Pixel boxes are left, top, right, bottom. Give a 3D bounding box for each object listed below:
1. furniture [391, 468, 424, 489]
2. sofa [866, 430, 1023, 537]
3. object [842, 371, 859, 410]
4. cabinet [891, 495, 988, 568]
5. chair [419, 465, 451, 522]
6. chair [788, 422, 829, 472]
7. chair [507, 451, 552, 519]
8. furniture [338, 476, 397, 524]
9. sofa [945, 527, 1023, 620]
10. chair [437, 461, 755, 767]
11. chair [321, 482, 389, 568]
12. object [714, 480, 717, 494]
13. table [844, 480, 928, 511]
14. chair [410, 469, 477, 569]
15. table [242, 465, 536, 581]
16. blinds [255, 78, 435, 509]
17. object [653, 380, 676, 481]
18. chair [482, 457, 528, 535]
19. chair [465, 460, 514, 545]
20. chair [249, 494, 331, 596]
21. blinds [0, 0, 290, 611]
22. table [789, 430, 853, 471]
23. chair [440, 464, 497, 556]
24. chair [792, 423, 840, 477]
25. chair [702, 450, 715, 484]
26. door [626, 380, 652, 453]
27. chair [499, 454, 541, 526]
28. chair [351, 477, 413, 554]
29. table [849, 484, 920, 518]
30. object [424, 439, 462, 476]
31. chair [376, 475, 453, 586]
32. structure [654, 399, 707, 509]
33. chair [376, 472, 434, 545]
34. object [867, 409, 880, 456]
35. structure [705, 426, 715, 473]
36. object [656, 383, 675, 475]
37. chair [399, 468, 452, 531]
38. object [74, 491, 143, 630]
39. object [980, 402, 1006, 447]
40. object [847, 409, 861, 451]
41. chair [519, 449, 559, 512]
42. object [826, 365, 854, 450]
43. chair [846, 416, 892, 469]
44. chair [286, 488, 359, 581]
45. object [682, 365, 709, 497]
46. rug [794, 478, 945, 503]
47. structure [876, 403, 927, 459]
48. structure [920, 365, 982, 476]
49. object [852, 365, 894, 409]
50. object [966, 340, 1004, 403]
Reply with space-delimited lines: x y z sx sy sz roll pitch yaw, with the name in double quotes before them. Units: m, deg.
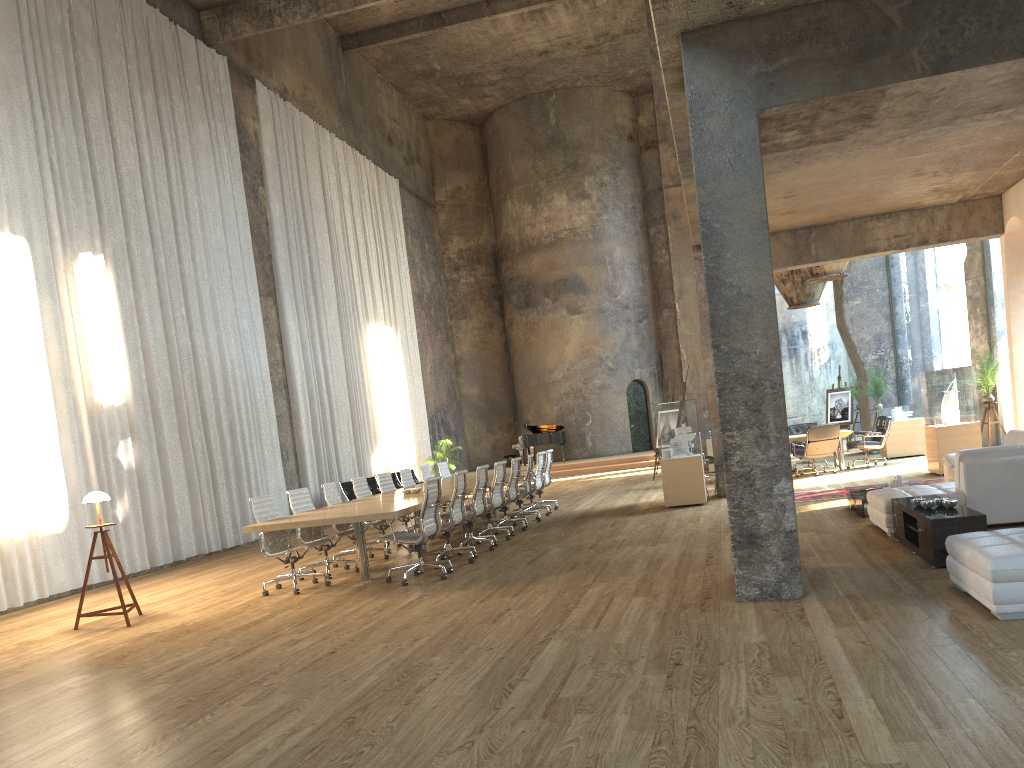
"furniture" -2.206 2.370 20.113 0.711 0.846 1.858 -7 -2 13
"sofa" 4.700 0.957 9.158 2.071 0.726 2.908 -7 -3 13
"object" 8.142 0.143 20.790 0.692 0.946 0.850 -6 1 34
"cabinet" 3.418 1.172 7.128 0.397 0.371 1.551 -7 -3 13
"chair" -1.111 1.814 14.427 0.702 1.032 0.659 -6 2 17
"chair" 5.694 1.212 16.973 0.732 0.898 0.814 -7 1 14
"chair" 0.257 1.634 14.158 0.702 1.032 0.658 -6 2 22
"furniture" -2.759 2.301 17.802 0.711 0.846 1.858 -7 -2 13
"sofa" 3.728 0.837 5.089 2.074 0.726 1.063 -7 -1 13
"chair" 1.838 1.476 14.601 12.996 1.037 31.286 -8 -3 13
"chair" -1.939 1.708 10.910 0.701 1.032 0.659 -6 2 13
"object" 3.595 1.131 14.610 0.573 1.306 0.651 -6 3 14
"table" 4.380 1.306 10.293 0.863 0.248 0.367 -8 -1 14
"chair" -0.777 1.504 9.814 0.702 1.032 0.659 -6 2 17
"table" -0.948 1.796 12.206 1.606 0.762 7.661 -7 -3 13
"blinds" -3.530 -1.436 20.799 0.276 8.702 7.762 -6 1 14
"object" 3.412 1.000 19.002 0.676 2.162 0.704 -10 5 -44
"chair" -0.154 1.582 12.425 0.702 1.032 0.658 -6 2 19
"chair" -0.361 1.557 11.574 0.702 1.032 0.658 -6 2 22
"chair" -2.309 1.655 9.238 0.702 1.032 0.658 -6 2 19
"blinds" -5.532 -1.685 12.432 0.276 8.702 7.762 -6 1 14
"table" 5.034 1.351 16.368 2.418 0.705 1.096 -8 -1 14
"chair" -0.566 1.531 10.703 0.702 1.032 0.658 -6 2 19
"chair" 5.355 1.170 15.570 0.727 0.898 0.820 -7 1 -13
"chair" 3.525 1.459 16.747 0.823 0.899 0.724 -7 1 10
"door" 3.973 1.010 27.856 0.895 2.313 0.091 -9 5 -28
"chair" 0.067 1.608 13.327 0.701 1.032 0.659 -6 2 13
"chair" -1.734 1.736 11.816 0.702 1.032 0.658 -6 2 19
"table" 4.297 1.316 9.938 0.793 0.204 1.102 -8 -3 13
"object" -1.771 2.214 23.590 1.093 1.467 1.122 -7 1 5
"chair" -0.999 1.477 8.896 0.702 1.032 0.658 -6 2 19
"structure" 2.530 1.037 13.128 0.596 1.558 0.735 -6 3 13
"chair" -1.528 1.761 12.668 0.702 1.032 0.658 -6 2 22
"object" 7.798 1.000 18.372 0.652 0.979 0.573 -8 3 -40
"structure" 4.702 1.414 19.453 0.746 1.021 0.729 -6 2 14
"object" 3.748 1.068 20.856 0.687 2.162 0.693 -4 5 39
"chair" -1.322 1.788 13.538 0.702 1.032 0.658 -6 2 19
"object" -3.824 1.656 8.341 0.651 1.306 0.573 -9 4 -43
"object" 7.230 0.778 13.410 0.654 0.979 0.571 -8 3 -22
"object" 8.304 1.083 20.824 0.660 0.979 0.566 -7 2 8
"chair" 0.423 1.663 15.003 0.702 1.032 0.658 -6 2 19
"object" 8.215 0.596 21.969 0.704 2.162 0.676 -4 5 42
"chair" 6.461 1.062 15.998 0.822 0.899 0.725 -7 1 8
"chair" -2.137 1.683 10.081 0.702 1.032 0.658 -6 2 22
"object" 2.684 0.794 13.975 0.687 2.162 0.694 -6 4 13
"rug" 4.816 1.475 12.116 2.471 0.009 1.337 -8 -3 14
"structure" 7.698 0.931 17.359 0.737 1.021 0.737 -6 2 14
"structure" 6.531 0.552 13.068 0.596 1.558 0.735 -6 3 13
"object" 7.553 0.075 18.414 0.862 0.946 0.681 -7 2 16
"object" 7.178 -0.177 13.329 0.688 0.946 0.854 -7 1 4
